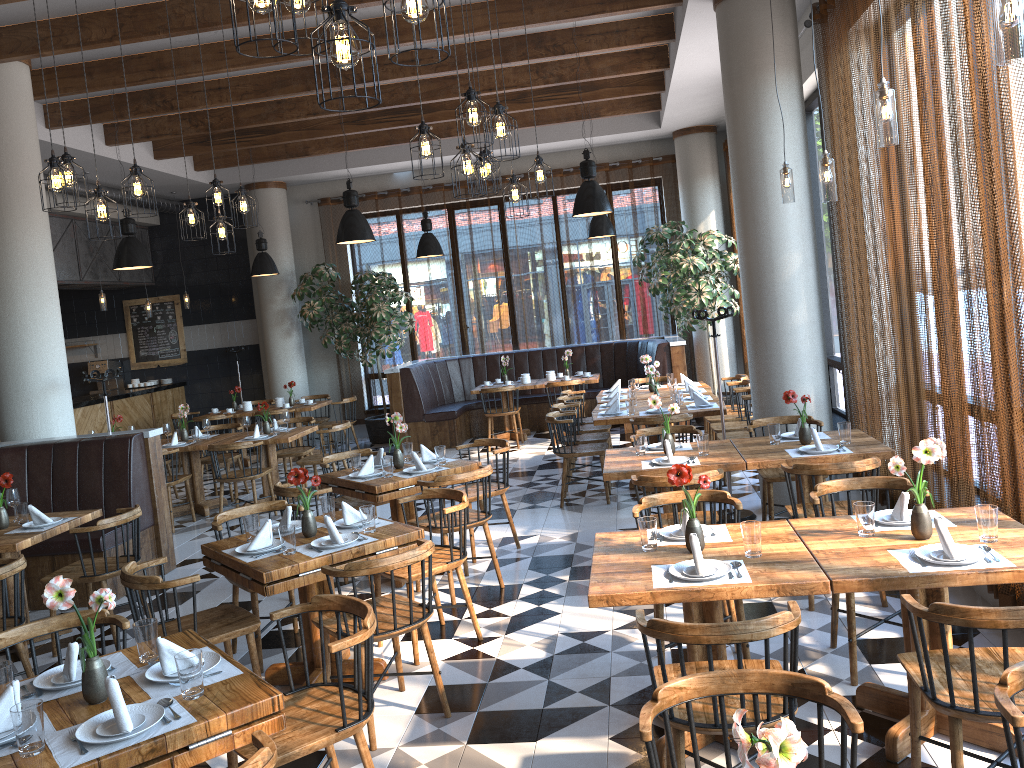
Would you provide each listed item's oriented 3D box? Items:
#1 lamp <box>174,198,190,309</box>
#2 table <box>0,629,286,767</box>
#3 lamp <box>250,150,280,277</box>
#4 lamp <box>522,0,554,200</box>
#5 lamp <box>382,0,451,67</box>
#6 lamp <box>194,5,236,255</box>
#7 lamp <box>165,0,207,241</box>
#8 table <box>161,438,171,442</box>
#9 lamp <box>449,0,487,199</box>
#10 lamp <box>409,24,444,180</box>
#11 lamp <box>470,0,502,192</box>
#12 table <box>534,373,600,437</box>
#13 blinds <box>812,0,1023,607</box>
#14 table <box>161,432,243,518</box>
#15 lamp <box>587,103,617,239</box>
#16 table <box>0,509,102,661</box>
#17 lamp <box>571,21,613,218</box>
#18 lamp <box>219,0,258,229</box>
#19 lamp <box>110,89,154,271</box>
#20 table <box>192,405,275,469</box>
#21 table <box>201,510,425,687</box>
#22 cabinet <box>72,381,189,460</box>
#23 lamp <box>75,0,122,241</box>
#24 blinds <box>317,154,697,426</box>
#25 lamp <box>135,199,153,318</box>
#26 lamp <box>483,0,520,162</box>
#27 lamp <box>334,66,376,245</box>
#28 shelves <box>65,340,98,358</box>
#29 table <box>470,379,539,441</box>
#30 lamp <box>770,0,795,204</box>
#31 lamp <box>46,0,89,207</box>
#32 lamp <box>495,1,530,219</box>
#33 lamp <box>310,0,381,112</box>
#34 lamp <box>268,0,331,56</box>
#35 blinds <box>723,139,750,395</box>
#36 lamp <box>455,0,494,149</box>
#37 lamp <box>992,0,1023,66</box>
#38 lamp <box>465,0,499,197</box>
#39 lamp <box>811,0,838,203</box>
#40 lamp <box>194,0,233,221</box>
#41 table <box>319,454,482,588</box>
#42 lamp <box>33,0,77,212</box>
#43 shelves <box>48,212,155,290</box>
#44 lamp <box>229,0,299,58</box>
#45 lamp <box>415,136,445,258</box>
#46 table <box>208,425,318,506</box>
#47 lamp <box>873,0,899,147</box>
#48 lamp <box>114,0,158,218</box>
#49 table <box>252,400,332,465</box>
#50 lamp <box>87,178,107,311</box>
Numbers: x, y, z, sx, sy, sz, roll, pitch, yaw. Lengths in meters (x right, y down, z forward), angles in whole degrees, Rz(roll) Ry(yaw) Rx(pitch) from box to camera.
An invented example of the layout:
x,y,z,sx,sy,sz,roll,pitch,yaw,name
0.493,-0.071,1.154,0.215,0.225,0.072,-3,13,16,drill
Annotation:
x,y,z,sx,sy,sz,roll,pitch,yaw,name
-5.034,-2.120,13.430,0.078,1.960,0.078,-4,3,40,lamp
-1.231,1.350,2.725,0.867,0.762,0.864,-9,5,-37,table
-3.465,-2.406,12.040,0.391,1.861,0.390,-8,3,-35,lamp
0.115,-2.381,6.396,0.175,2.067,0.175,-8,3,-40,lamp
-0.381,-1.993,2.583,0.175,2.067,0.175,-8,3,-31,lamp
-2.311,-2.025,6.738,0.175,2.067,0.175,-5,3,26,lamp
-2.544,-2.133,6.753,0.175,2.067,0.175,-6,3,-8,lamp
-4.227,1.066,9.515,0.850,0.762,0.853,-5,4,8,table
-0.338,-2.067,4.867,0.175,2.067,0.175,-5,3,27,lamp
-0.571,-2.176,4.886,0.175,2.067,0.175,-6,3,-7,lamp
-0.269,-2.445,6.442,0.175,2.067,0.175,-6,3,-6,lamp
0.799,0.311,12.095,0.850,0.762,0.853,-5,4,8,table
1.998,-0.664,3.088,0.160,3.573,7.288,-6,5,8,blinds
-3.384,0.987,9.402,0.850,0.762,0.853,-5,4,8,table
1.066,-2.827,11.433,0.390,1.861,0.391,-5,3,20,lamp
-3.199,1.300,5.629,0.850,0.762,0.853,-5,4,8,table
0.651,-2.499,8.197,0.391,1.861,0.391,-7,3,-15,lamp
-2.124,-2.214,6.667,0.175,2.067,0.175,-5,3,15,lamp
-3.879,-2.077,8.804,0.391,1.861,0.391,-7,3,-15,lamp
-3.854,0.765,12.481,0.850,0.762,0.853,-5,4,8,table
-0.996,1.163,4.566,0.867,0.762,0.864,-9,5,-37,table
-7.105,0.975,11.674,3.026,1.162,6.013,-5,5,8,cabinet
-2.455,-1.863,5.067,0.175,2.067,0.175,-7,3,-22,lamp
-0.132,-1.363,13.545,5.540,3.575,0.155,-5,3,8,blinds
-5.164,-1.904,12.336,0.078,1.960,0.078,-4,3,37,lamp
-0.152,-2.255,4.793,0.175,2.067,0.175,-5,3,16,lamp
-1.601,-2.289,8.498,0.390,1.861,0.391,-6,3,-5,lamp
-7.339,-0.518,14.490,1.041,0.297,0.301,-5,4,8,shelves
-0.043,0.390,12.208,0.850,0.762,0.853,-5,4,8,table
1.680,-2.140,5.660,0.078,1.960,0.078,-7,3,-17,lamp
-2.688,-2.078,5.155,0.175,2.067,0.175,-7,3,-22,lamp
-0.068,-2.222,6.303,0.175,2.067,0.175,-6,3,-6,lamp
-0.577,-1.835,2.520,0.175,2.067,0.175,-6,3,2,lamp
-0.753,-2.063,2.684,0.175,2.067,0.175,-6,3,2,lamp
3.024,-1.475,11.063,0.155,3.574,3.208,-6,4,8,blinds
-0.295,-2.283,4.635,0.175,2.067,0.175,-5,3,27,lamp
1.253,-1.845,2.352,0.078,1.960,0.078,-6,3,-2,lamp
-0.293,-2.368,6.239,0.175,2.067,0.175,-7,3,-17,lamp
1.551,-1.923,4.567,0.078,1.960,0.078,-8,4,-42,lamp
-2.264,-2.242,6.507,0.175,2.067,0.175,-5,3,26,lamp
-0.767,0.982,6.349,0.867,0.762,0.864,-9,5,-37,table
-2.657,-2.006,4.950,0.175,2.067,0.175,-8,3,-33,lamp
-6.501,-1.334,11.526,0.681,1.791,5.883,-6,5,8,shelves
-0.807,-1.983,2.488,0.175,2.067,0.175,-6,3,-9,lamp
-1.187,-2.618,11.735,0.390,1.861,0.391,-6,3,10,lamp
-2.543,0.909,9.289,0.850,0.762,0.853,-5,4,8,table
1.403,-1.928,3.499,0.078,1.960,0.078,-5,3,15,lamp
-2.305,-2.023,5.209,0.175,2.067,0.175,-4,3,35,lamp
-3.012,0.687,12.368,0.850,0.762,0.853,-5,4,8,table
-5.311,-1.908,11.269,0.078,1.960,0.078,-5,3,15,lamp
